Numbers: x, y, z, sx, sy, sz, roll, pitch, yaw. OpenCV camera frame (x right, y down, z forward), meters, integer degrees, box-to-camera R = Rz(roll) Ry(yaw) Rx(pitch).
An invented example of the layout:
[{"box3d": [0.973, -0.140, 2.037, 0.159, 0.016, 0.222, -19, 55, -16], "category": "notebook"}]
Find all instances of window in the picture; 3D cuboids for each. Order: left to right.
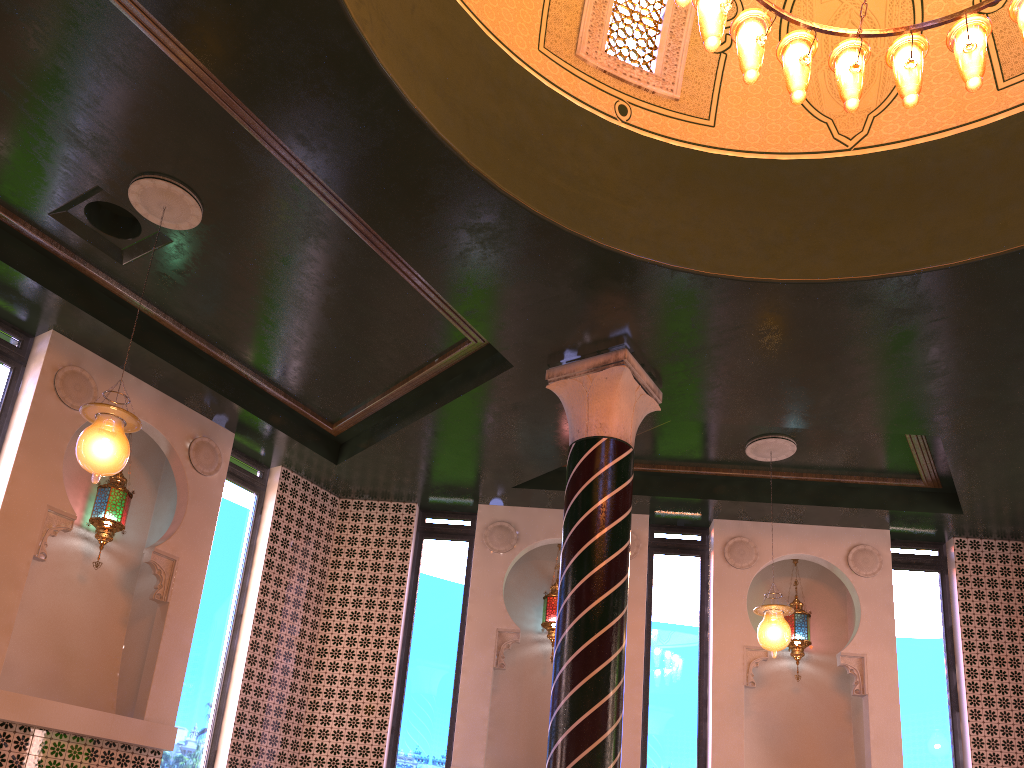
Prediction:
[{"box3d": [-4.752, 1.376, 6.843, 0.092, 3.716, 0.823, -7, -23, 31], "category": "window"}, {"box3d": [-3.245, 2.788, 9.106, 0.092, 3.716, 0.823, -7, -23, 31], "category": "window"}, {"box3d": [-0.975, 3.605, 10.199, 0.774, 3.716, 0.098, 4, -20, 4], "category": "window"}, {"box3d": [1.872, 3.760, 10.032, 0.774, 3.716, 0.098, 4, -20, 4], "category": "window"}, {"box3d": [1.913, -4.061, 4.418, 5.839, 1.086, 5.894, 15, -31, -17], "category": "window"}, {"box3d": [4.719, 3.916, 9.865, 0.774, 3.716, 0.098, 4, -20, 4], "category": "window"}]

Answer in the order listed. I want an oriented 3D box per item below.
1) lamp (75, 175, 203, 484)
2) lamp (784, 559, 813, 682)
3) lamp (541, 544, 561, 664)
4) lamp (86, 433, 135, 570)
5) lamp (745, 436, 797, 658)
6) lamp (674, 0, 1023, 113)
[{"box3d": [-2.665, -0.351, 6.059, 0.521, 2.154, 0.557, -3, -22, 21], "category": "lamp"}, {"box3d": [3.424, 2.818, 10.382, 0.377, 1.453, 0.334, 23, -27, -39], "category": "lamp"}, {"box3d": [0.538, 2.651, 10.534, 0.324, 1.453, 0.388, 3, -20, 7], "category": "lamp"}, {"box3d": [-3.895, 1.089, 8.459, 0.367, 1.453, 0.343, 14, -22, -21], "category": "lamp"}, {"box3d": [2.657, 1.679, 8.823, 0.521, 2.154, 0.557, -3, -22, 21], "category": "lamp"}, {"box3d": [1.969, -4.085, 4.257, 2.534, 4.279, 2.608, -13, -29, 38], "category": "lamp"}]
